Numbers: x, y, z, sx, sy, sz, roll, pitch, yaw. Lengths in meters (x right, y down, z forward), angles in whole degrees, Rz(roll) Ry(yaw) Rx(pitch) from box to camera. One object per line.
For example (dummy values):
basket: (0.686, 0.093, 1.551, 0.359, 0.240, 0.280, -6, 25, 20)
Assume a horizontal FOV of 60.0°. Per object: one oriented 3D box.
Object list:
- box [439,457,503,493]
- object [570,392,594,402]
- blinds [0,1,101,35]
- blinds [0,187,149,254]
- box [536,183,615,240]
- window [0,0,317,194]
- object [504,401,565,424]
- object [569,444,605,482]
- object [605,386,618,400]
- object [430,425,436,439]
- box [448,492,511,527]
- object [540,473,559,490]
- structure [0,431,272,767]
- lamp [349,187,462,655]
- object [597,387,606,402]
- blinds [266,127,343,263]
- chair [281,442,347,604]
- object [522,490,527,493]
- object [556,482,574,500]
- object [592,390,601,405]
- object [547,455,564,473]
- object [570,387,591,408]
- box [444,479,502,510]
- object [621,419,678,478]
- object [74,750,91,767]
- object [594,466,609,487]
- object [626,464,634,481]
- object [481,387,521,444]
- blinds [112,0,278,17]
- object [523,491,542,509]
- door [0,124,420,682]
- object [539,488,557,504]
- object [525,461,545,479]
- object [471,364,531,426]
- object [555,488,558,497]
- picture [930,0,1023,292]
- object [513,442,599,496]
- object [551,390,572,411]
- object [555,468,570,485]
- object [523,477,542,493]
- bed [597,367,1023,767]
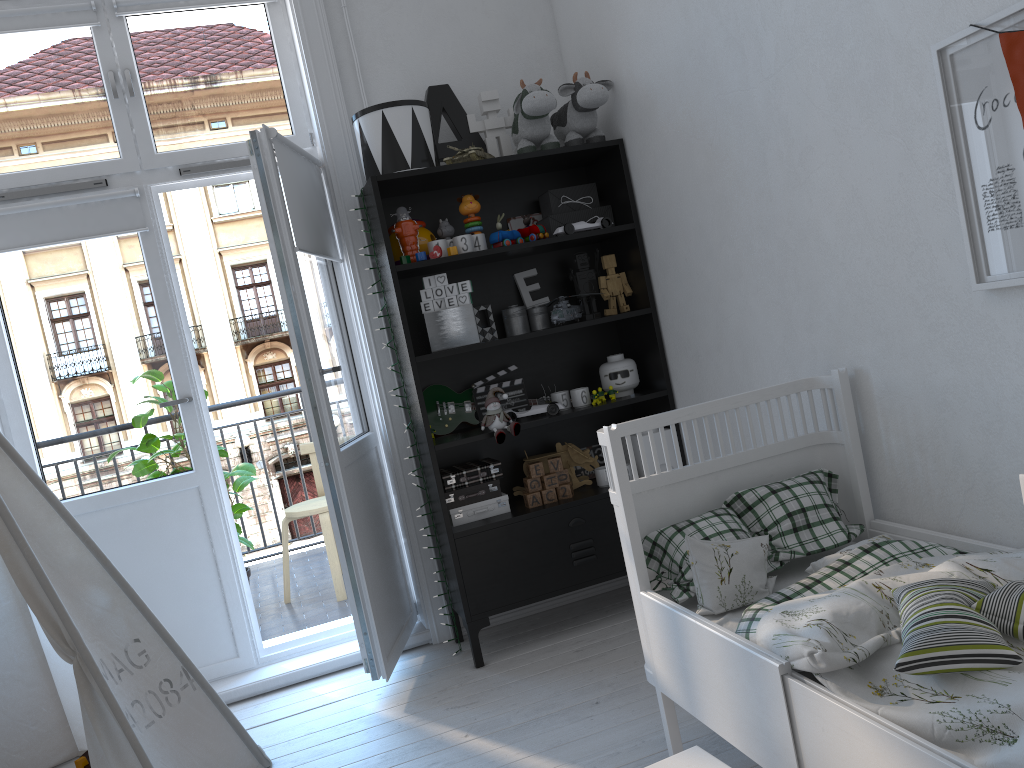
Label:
box: (-0.158, 0.324, 3.175, 0.215, 0.062, 0.179, -13, 4, -16)
object: (0.249, 0.057, 3.373, 0.163, 0.034, 0.069, -13, 4, -16)
blinds: (-1.718, -1.241, 3.034, 0.565, 0.087, 0.032, -13, 4, -16)
blinds: (-1.576, -0.563, 3.080, 0.565, 0.158, 0.032, -13, 4, -16)
box: (0.233, -0.637, 3.310, 0.251, 0.189, 0.179, -13, 4, -16)
window: (-1.386, -1.062, 3.154, 1.262, 0.661, 0.101, -13, 4, -16)
object: (0.075, 0.099, 3.166, 0.230, 0.048, 0.098, -11, 3, 9)
object: (0.282, 0.311, 3.443, 0.347, 0.120, 0.034, -13, 4, -16)
object: (0.360, 0.033, 3.210, 0.042, 0.054, 0.031, -10, 4, 29)
object: (-0.293, 0.172, 3.161, 0.042, 0.054, 0.031, -12, 4, -6)
box: (-0.132, 0.444, 3.182, 0.215, 0.062, 0.179, -13, 4, -16)
object: (0.133, 0.346, 3.167, 0.050, 0.050, 0.050, -13, 4, -16)
structure: (-1.443, 0.391, 2.335, 1.142, 1.750, 1.144, -15, 5, -40)
lamp: (0.046, 0.049, 3.278, 0.984, 1.685, 0.095, -13, 4, -18)
object: (0.324, 0.040, 3.231, 0.042, 0.054, 0.031, -13, 4, -16)
blinds: (-0.694, -0.626, 3.046, 0.032, 0.391, 0.565, -12, 4, 4)
chair: (-0.906, 0.649, 4.378, 0.437, 0.716, 0.497, -10, 4, 29)
object: (0.072, 0.407, 3.206, 0.050, 0.050, 0.050, -13, 4, -16)
object: (0.191, 0.383, 3.184, 0.050, 0.050, 0.050, -11, 4, 14)
object: (0.299, 0.049, 3.168, 0.031, 0.054, 0.042, -9, 4, 34)
object: (0.157, 0.289, 3.188, 0.050, 0.050, 0.050, -12, 4, 4)
object: (0.249, 0.050, 3.209, 0.067, 0.067, 0.067, -12, 4, -2)
box: (-0.163, 0.388, 3.173, 0.215, 0.062, 0.179, -13, 4, -16)
object: (0.495, 0.236, 3.321, 0.132, 0.199, 0.267, -13, 4, -16)
object: (-1.045, 1.048, 2.365, 0.384, 0.284, 0.857, -13, 4, -24)
object: (0.341, 0.339, 3.250, 0.067, 0.067, 0.067, -12, 4, -2)
object: (0.403, 0.328, 3.211, 0.067, 0.067, 0.067, -12, 4, -2)
object: (-0.044, 0.105, 3.009, 0.110, 0.186, 0.129, -14, 4, -29)
blinds: (-1.138, -1.386, 3.204, 0.565, 0.060, 0.032, -13, 4, -16)
object: (0.073, 0.410, 3.150, 0.050, 0.050, 0.050, -13, 4, -16)
door: (-1.070, 0.160, 2.998, 1.263, 1.839, 0.636, -13, 4, -14)
object: (0.129, 0.398, 3.166, 0.050, 0.050, 0.050, -12, 4, -11)
object: (0.083, 0.306, 3.165, 0.050, 0.050, 0.050, -13, 4, -16)
object: (-0.044, 0.041, 3.286, 0.200, 0.199, 0.048, -13, 4, -16)
object: (0.181, 0.382, 3.242, 0.050, 0.050, 0.050, -13, 4, -16)
picture: (0.988, -0.430, 1.432, 0.030, 0.493, 0.703, -13, 4, -16)
object: (0.158, 0.316, 3.313, 0.337, 0.186, 0.111, -12, 4, -1)
object: (0.180, 0.063, 3.237, 0.067, 0.067, 0.067, -12, 4, -2)
object: (0.176, 0.335, 3.208, 0.050, 0.050, 0.050, -13, 4, -16)
object: (0.074, 0.358, 3.171, 0.050, 0.050, 0.050, -13, 4, -16)
bed: (0.774, 0.434, 1.608, 0.670, 0.833, 1.404, -13, 4, -16)
